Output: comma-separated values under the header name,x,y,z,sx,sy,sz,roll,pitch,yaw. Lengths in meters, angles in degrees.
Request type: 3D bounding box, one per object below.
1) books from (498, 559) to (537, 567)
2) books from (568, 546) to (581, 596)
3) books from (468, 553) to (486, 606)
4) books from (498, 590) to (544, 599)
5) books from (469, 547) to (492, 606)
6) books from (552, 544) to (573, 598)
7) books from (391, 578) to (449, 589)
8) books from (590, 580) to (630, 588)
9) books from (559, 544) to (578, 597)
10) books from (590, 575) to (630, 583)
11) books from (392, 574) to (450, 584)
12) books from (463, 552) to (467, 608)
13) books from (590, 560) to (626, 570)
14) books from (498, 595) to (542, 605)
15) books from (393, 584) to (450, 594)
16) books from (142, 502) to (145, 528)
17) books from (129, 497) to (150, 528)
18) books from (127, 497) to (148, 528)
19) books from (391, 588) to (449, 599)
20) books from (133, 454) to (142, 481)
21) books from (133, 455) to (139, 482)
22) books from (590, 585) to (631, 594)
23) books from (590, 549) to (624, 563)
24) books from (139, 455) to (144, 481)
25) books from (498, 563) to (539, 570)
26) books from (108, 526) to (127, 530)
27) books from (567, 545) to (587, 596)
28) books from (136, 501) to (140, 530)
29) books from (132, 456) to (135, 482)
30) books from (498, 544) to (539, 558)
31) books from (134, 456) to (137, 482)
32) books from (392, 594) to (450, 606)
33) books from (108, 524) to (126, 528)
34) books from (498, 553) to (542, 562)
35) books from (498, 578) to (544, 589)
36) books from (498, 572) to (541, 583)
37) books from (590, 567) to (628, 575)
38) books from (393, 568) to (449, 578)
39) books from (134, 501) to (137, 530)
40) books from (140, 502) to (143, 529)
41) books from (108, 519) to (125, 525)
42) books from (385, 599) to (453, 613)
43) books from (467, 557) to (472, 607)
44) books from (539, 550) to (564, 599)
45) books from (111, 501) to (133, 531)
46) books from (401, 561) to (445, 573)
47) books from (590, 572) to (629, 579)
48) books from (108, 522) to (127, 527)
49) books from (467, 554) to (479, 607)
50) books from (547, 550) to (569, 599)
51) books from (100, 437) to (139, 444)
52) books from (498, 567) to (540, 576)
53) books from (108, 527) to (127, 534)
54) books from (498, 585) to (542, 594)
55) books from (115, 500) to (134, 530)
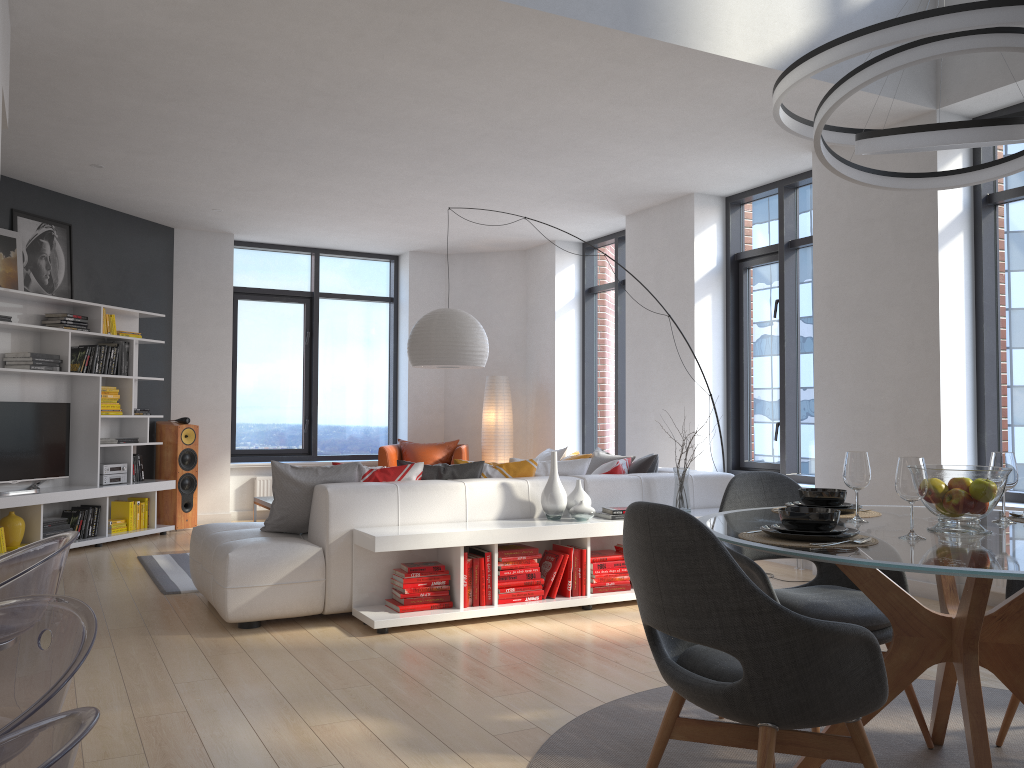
name,x,y,z,sx,sy,sz,roll,pitch,yaw
books,-0.015,0.992,4.986,0.257,0.025,0.182,1,-2,-28
books,0.344,1.083,5.152,0.028,0.266,0.188,1,-2,-28
books,-0.202,1.072,4.875,0.042,0.259,0.195,1,-2,-28
books,0.011,1.163,4.962,0.282,0.030,0.188,1,-2,-26
books,-0.174,1.057,4.896,0.049,0.291,0.214,1,-2,-28
books,0.287,1.074,5.114,0.046,0.282,0.199,1,-2,-28
books,-0.500,1.068,4.795,0.261,0.028,0.191,1,-2,-28
books,0.537,1.172,5.263,0.266,0.026,0.187,1,-2,-22
books,0.313,1.080,5.146,0.038,0.270,0.215,1,-2,-28
books,0.543,1.147,5.275,0.257,0.025,0.182,1,-2,-28
books,-0.490,1.040,4.783,0.269,0.028,0.179,1,-2,-26
books,-0.299,1.054,4.832,0.036,0.294,0.208,1,-2,-28
books,0.542,1.066,5.291,0.279,0.039,0.206,1,-2,-29
books,0.000,1.192,4.975,0.274,0.029,0.200,1,-2,-28
books,-0.489,1.093,4.782,0.257,0.025,0.182,1,-2,-28
books,-3.417,1.190,8.055,0.172,0.234,0.024,0,-2,17
books,-3.414,1.175,8.113,0.213,0.270,0.025,0,-2,17
books,-3.414,1.174,8.085,0.204,0.270,0.029,0,-2,17
books,-0.495,1.118,4.770,0.266,0.026,0.187,1,-2,-22
books,-3.480,0.764,8.107,0.193,0.255,0.066,0,-2,17
books,-3.478,0.768,8.076,0.169,0.242,0.050,0,-2,17
books,0.541,1.202,5.273,0.259,0.034,0.206,1,-2,-25
books,0.525,1.031,5.311,0.301,0.032,0.227,1,-2,-28
books,-3.464,0.770,8.133,0.177,0.242,0.066,0,-2,17
books,0.005,1.015,4.986,0.236,0.023,0.178,1,-2,-28
books,-3.501,1.258,7.768,0.148,0.011,0.196,0,-2,17
books,0.376,1.081,5.151,0.028,0.269,0.181,1,-2,-28
books,-3.438,1.179,7.979,0.185,0.250,0.035,0,-2,17
books,-3.506,0.769,8.036,0.189,0.240,0.053,0,-2,18
books,-0.015,0.937,4.990,0.259,0.034,0.206,2,-2,-31
books,-3.492,0.771,8.057,0.170,0.236,0.049,0,-2,18
books,-0.491,1.148,4.781,0.259,0.034,0.206,1,-2,-25
books,-3.484,1.244,7.758,0.113,0.018,0.169,0,-2,18
books,0.005,0.967,4.990,0.266,0.026,0.187,2,-3,-33
books,-0.005,1.110,5.000,0.301,0.032,0.227,1,-2,-28
books,-0.011,1.074,5.000,0.279,0.039,0.206,1,-2,-27
books,0.551,1.099,5.277,0.261,0.027,0.191,1,-2,-24
books,-0.493,1.014,4.786,0.254,0.025,0.178,1,-2,-28
books,-3.448,1.178,7.953,0.180,0.251,0.019,0,-2,17
books,-3.421,1.189,8.029,0.172,0.234,0.024,0,-2,17
books,-3.510,1.208,7.770,0.138,0.026,0.186,0,-2,17
books,-0.501,1.180,4.765,0.301,0.032,0.227,1,-2,-28
books,-0.270,1.072,4.849,0.031,0.255,0.181,1,-2,-28
books,0.191,1.087,5.071,0.144,0.247,0.188,1,-2,-27
books,-3.469,1.173,7.887,0.198,0.255,0.044,0,-2,17
books,-0.482,0.988,4.783,0.206,0.029,0.152,1,-2,-22
books,0.545,1.124,5.267,0.236,0.023,0.178,1,-2,-28
books,-3.496,1.228,7.769,0.134,0.014,0.187,0,-2,17
books,-0.240,1.072,4.866,0.034,0.259,0.207,1,-2,-28
books,0.231,1.088,5.084,0.115,0.245,0.192,1,-2,-28
books,-3.555,0.508,7.963,0.250,0.047,0.310,0,-2,13
books,-0.005,1.041,4.985,0.261,0.027,0.191,2,-3,-32
books,-3.497,1.280,7.766,0.147,0.033,0.190,0,-2,17
books,0.008,1.136,4.965,0.266,0.026,0.187,1,-2,-28
books,-3.463,1.172,7.917,0.199,0.263,0.015,0,-2,17
